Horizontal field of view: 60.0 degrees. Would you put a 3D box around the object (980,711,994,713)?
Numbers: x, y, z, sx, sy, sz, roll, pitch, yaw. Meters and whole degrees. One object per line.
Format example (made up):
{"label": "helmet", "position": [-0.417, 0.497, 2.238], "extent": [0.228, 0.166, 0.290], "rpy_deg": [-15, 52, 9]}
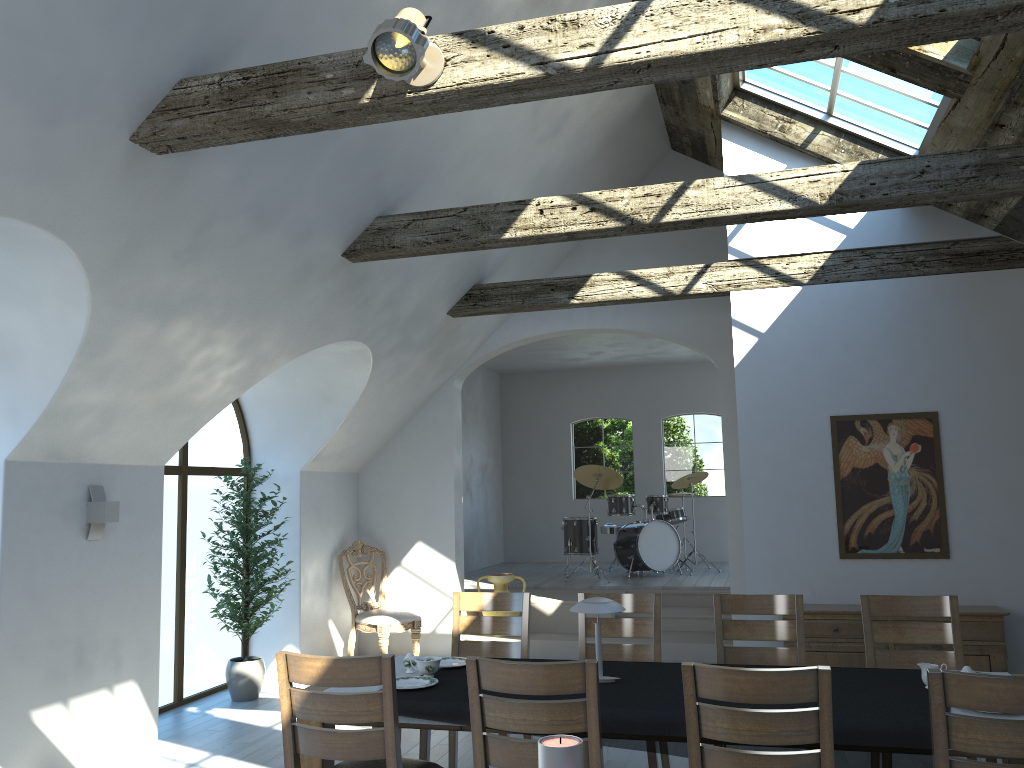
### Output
{"label": "object", "position": [1.766, 1.188, 3.270], "extent": [0.250, 0.017, 0.253], "rpy_deg": [-3, -7, 15]}

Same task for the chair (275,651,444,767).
{"label": "chair", "position": [-0.572, 1.515, 3.438], "extent": [0.514, 1.006, 0.605], "rpy_deg": [-3, -7, 15]}

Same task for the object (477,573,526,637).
{"label": "object", "position": [-0.106, 2.217, 8.898], "extent": [0.402, 0.605, 0.396], "rpy_deg": [2, -8, -28]}

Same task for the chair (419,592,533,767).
{"label": "chair", "position": [-0.175, 1.678, 4.847], "extent": [0.514, 1.006, 0.605], "rpy_deg": [-3, -7, 15]}

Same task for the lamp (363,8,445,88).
{"label": "lamp", "position": [-0.391, -1.242, 3.237], "extent": [0.233, 0.311, 0.354], "rpy_deg": [-3, -7, 15]}

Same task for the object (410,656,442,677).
{"label": "object", "position": [-0.388, 1.307, 4.089], "extent": [0.130, 0.081, 0.124], "rpy_deg": [3, -8, -32]}

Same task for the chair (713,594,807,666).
{"label": "chair", "position": [1.260, 1.596, 4.452], "extent": [0.514, 1.006, 0.605], "rpy_deg": [-3, -7, 15]}

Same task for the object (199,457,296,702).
{"label": "object", "position": [-2.128, 1.545, 7.147], "extent": [0.718, 1.920, 0.737], "rpy_deg": [-6, -8, 34]}

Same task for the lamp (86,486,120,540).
{"label": "lamp", "position": [-2.475, 0.778, 5.371], "extent": [0.127, 0.325, 0.127], "rpy_deg": [-3, -7, 15]}

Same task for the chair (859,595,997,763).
{"label": "chair", "position": [1.977, 1.555, 4.255], "extent": [0.514, 1.006, 0.605], "rpy_deg": [-3, -7, 15]}

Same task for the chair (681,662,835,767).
{"label": "chair", "position": [0.863, 1.433, 3.044], "extent": [0.514, 1.006, 0.605], "rpy_deg": [-3, -7, 15]}

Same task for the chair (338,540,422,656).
{"label": "chair", "position": [-1.240, 2.058, 8.319], "extent": [0.655, 1.159, 0.552], "rpy_deg": [-7, -9, 40]}

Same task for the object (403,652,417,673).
{"label": "object", "position": [-0.482, 1.317, 4.197], "extent": [0.064, 0.092, 0.064], "rpy_deg": [-6, -8, 34]}

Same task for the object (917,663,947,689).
{"label": "object", "position": [1.718, 1.192, 3.626], "extent": [0.100, 0.098, 0.071], "rpy_deg": [1, -7, -16]}

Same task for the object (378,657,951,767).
{"label": "object", "position": [0.673, 1.403, 3.809], "extent": [2.456, 0.227, 1.073], "rpy_deg": [-3, -7, 16]}

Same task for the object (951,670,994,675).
{"label": "object", "position": [1.923, 1.243, 3.749], "extent": [0.250, 0.017, 0.253], "rpy_deg": [-3, -7, 15]}

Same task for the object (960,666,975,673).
{"label": "object", "position": [1.841, 1.186, 3.582], "extent": [0.064, 0.092, 0.064], "rpy_deg": [-1, -7, -7]}

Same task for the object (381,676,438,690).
{"label": "object", "position": [-0.449, 1.317, 3.895], "extent": [0.250, 0.017, 0.253], "rpy_deg": [-3, -7, 15]}

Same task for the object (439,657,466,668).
{"label": "object", "position": [-0.315, 1.369, 4.347], "extent": [0.250, 0.017, 0.253], "rpy_deg": [-3, -7, 15]}

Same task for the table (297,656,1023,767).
{"label": "table", "position": [0.656, 1.662, 3.776], "extent": [3.078, 0.737, 0.939], "rpy_deg": [-3, -7, 15]}

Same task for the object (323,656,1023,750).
{"label": "object", "position": [0.666, 1.331, 3.816], "extent": [2.872, 0.077, 1.050], "rpy_deg": [-3, -7, 15]}

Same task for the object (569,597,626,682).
{"label": "object", "position": [0.382, 1.125, 3.913], "extent": [0.251, 0.362, 0.251], "rpy_deg": [-7, -9, 38]}

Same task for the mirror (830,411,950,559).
{"label": "mirror", "position": [2.732, 0.738, 6.437], "extent": [0.736, 1.047, 0.009], "rpy_deg": [-3, -7, 15]}

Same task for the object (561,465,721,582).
{"label": "object", "position": [1.486, 1.747, 11.449], "extent": [2.354, 1.383, 1.465], "rpy_deg": [3, -8, -30]}

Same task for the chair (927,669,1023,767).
{"label": "chair", "position": [1.581, 1.392, 2.846], "extent": [0.514, 1.006, 0.605], "rpy_deg": [-3, -7, 15]}

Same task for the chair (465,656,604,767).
{"label": "chair", "position": [0.146, 1.474, 3.241], "extent": [0.514, 1.006, 0.605], "rpy_deg": [-3, -7, 15]}

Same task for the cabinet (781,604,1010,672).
{"label": "cabinet", "position": [2.621, 1.918, 6.152], "extent": [1.481, 0.714, 0.383], "rpy_deg": [-3, -7, 15]}

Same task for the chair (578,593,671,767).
{"label": "chair", "position": [0.542, 1.637, 4.650], "extent": [0.514, 1.006, 0.605], "rpy_deg": [-3, -7, 15]}
